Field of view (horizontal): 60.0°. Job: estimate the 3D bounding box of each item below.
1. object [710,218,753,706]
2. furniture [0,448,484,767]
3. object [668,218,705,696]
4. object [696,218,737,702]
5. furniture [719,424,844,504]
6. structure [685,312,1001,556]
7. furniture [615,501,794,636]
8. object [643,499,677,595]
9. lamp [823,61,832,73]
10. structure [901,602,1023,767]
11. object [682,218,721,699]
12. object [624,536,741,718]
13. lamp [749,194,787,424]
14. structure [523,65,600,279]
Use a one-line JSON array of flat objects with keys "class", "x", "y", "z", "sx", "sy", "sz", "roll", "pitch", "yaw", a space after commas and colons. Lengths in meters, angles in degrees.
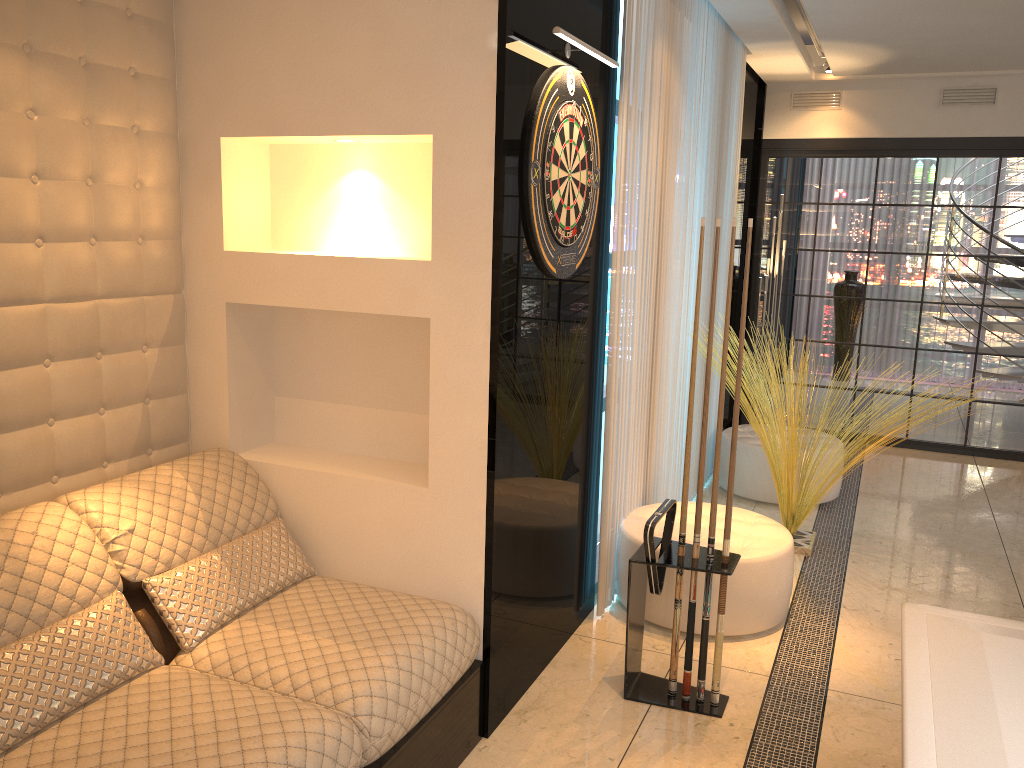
[{"class": "object", "x": 0.702, "y": 0.287, "z": 2.831, "sx": 0.026, "sy": 1.605, "sz": 0.027, "roll": -4, "pitch": 12, "yaw": -28}, {"class": "furniture", "x": -0.839, "y": 0.746, "z": 2.299, "sx": 1.107, "sy": 0.810, "sz": 1.312, "roll": 6, "pitch": 11, "yaw": 23}, {"class": "object", "x": 0.570, "y": 0.275, "z": 2.887, "sx": 0.026, "sy": 1.605, "sz": 0.027, "roll": -4, "pitch": 12, "yaw": -28}, {"class": "object", "x": 0.657, "y": 0.282, "z": 2.849, "sx": 0.026, "sy": 1.605, "sz": 0.027, "roll": -4, "pitch": 12, "yaw": -28}, {"class": "furniture", "x": 1.634, "y": 0.475, "z": 5.418, "sx": 0.735, "sy": 0.357, "sz": 0.735, "roll": 1, "pitch": 10, "yaw": -5}, {"class": "structure", "x": 1.563, "y": 0.267, "z": 4.369, "sx": 1.282, "sy": 1.142, "sz": 1.275, "roll": -2, "pitch": 11, "yaw": -20}, {"class": "furniture", "x": 0.808, "y": 0.756, "z": 3.756, "sx": 0.735, "sy": 0.357, "sz": 0.735, "roll": 6, "pitch": 11, "yaw": 25}, {"class": "object", "x": 0.492, "y": 0.563, "z": 2.969, "sx": 0.032, "sy": 0.297, "sz": 0.330, "roll": 6, "pitch": 11, "yaw": 23}, {"class": "lamp", "x": 2.227, "y": -2.234, "z": 6.176, "sx": 0.107, "sy": 0.127, "sz": 0.107, "roll": 2, "pitch": 10, "yaw": 4}, {"class": "structure", "x": 1.070, "y": 1.132, "z": 0.469, "sx": 1.659, "sy": 0.812, "sz": 2.912, "roll": 6, "pitch": 11, "yaw": 23}, {"class": "object", "x": 0.614, "y": 0.279, "z": 2.868, "sx": 0.026, "sy": 1.605, "sz": 0.027, "roll": -4, "pitch": 12, "yaw": -28}, {"class": "object", "x": 0.572, "y": 0.816, "z": 2.978, "sx": 0.325, "sy": 0.508, "sz": 0.261, "roll": 6, "pitch": 11, "yaw": 23}, {"class": "lamp", "x": 1.752, "y": -0.382, "z": 6.119, "sx": 0.200, "sy": 1.801, "sz": 0.418, "roll": 6, "pitch": 11, "yaw": 23}, {"class": "structure", "x": 0.174, "y": -0.676, "z": 2.867, "sx": 0.048, "sy": 0.669, "sz": 0.669, "roll": 6, "pitch": 11, "yaw": 23}]
